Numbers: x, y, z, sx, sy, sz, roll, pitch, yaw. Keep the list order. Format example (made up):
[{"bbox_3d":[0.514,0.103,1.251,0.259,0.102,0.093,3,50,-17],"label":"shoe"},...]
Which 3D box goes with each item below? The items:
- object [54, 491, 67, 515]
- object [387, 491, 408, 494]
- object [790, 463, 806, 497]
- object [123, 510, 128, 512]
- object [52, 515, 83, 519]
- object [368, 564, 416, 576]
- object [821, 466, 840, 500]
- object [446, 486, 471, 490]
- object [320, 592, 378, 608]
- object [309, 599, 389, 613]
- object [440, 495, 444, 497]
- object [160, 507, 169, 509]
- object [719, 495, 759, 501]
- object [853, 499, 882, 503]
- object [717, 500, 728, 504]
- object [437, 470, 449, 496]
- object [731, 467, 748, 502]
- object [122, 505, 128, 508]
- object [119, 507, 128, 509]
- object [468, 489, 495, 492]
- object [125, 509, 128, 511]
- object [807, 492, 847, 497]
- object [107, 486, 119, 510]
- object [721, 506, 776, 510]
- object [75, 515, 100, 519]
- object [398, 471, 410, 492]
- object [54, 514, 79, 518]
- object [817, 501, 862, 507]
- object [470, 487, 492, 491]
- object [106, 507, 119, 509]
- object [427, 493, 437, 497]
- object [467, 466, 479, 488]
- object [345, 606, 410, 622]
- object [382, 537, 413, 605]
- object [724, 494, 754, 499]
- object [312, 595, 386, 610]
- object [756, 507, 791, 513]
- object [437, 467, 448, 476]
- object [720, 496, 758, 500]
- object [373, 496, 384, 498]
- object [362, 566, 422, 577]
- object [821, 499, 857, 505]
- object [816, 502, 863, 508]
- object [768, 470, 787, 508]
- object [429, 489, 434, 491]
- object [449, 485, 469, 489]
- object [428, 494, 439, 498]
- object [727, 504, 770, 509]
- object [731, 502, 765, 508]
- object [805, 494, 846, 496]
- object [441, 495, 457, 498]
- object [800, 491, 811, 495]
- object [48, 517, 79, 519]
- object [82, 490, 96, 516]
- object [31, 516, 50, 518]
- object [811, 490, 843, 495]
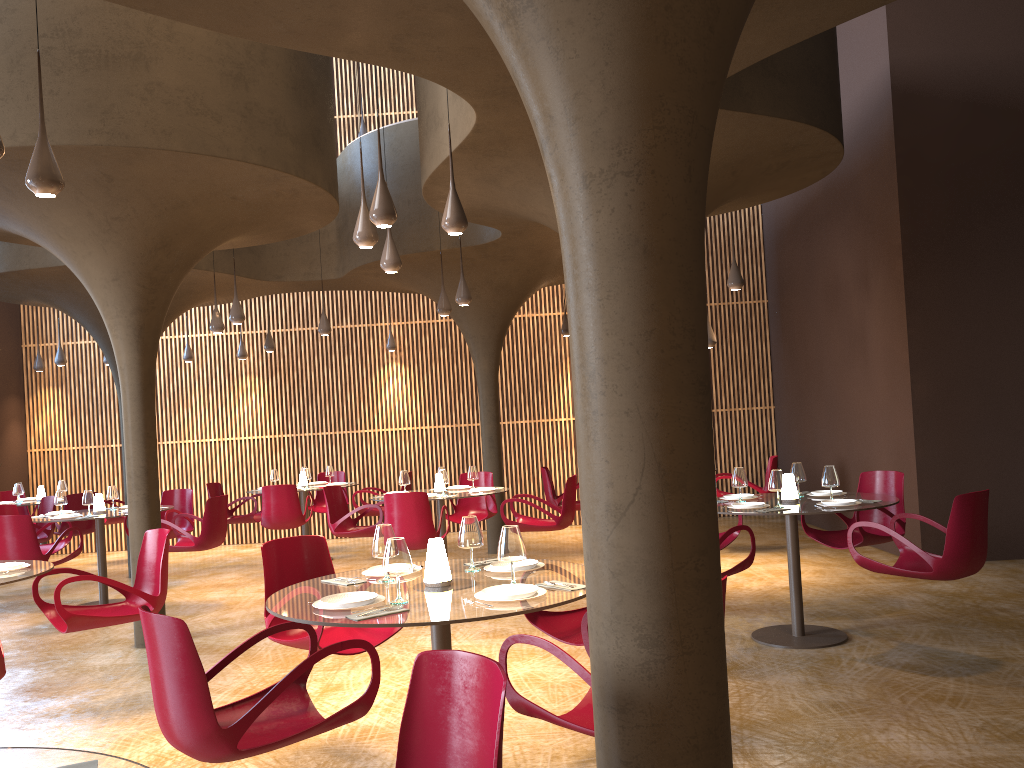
[{"bbox_3d":[-5.380,1.421,10.571,0.142,0.295,0.142,-4,-2,39],"label":"object"},{"bbox_3d":[-1.386,1.322,10.736,0.263,0.029,0.263,-4,-2,8],"label":"object"},{"bbox_3d":[2.504,0.838,7.763,0.142,0.295,0.142,-4,-1,14],"label":"object"},{"bbox_3d":[-4.466,1.504,10.558,0.332,0.014,0.332,-5,-3,31],"label":"object"},{"bbox_3d":[-5.092,1.523,10.142,0.332,0.014,0.332,-3,-2,-6],"label":"object"},{"bbox_3d":[-0.662,1.026,4.897,0.263,0.029,0.263,-5,-3,37],"label":"object"},{"bbox_3d":[2.568,0.808,7.147,0.142,0.295,0.142,-3,-1,-14],"label":"object"},{"bbox_3d":[-0.668,1.307,11.133,0.331,0.014,0.332,-3,-3,-17],"label":"object"},{"bbox_3d":[-0.749,0.996,4.080,0.263,0.029,0.263,-5,-3,37],"label":"object"},{"bbox_3d":[-0.752,1.007,4.083,0.204,0.012,0.411,-1,-3,-42],"label":"object"},{"bbox_3d":[-0.994,1.283,10.108,0.411,0.012,0.204,-4,-3,12],"label":"object"},{"bbox_3d":[-4.338,1.516,10.832,0.262,0.017,0.126,-4,-3,21],"label":"object"},{"bbox_3d":[2.011,1.009,7.843,0.410,0.012,0.204,-2,-3,-36],"label":"object"},{"bbox_3d":[2.805,0.935,7.075,0.126,0.017,0.262,-2,-3,-36],"label":"object"},{"bbox_3d":[1.742,1.024,7.696,0.126,0.017,0.262,-2,-3,-32],"label":"object"},{"bbox_3d":[-0.799,1.139,10.232,0.142,0.295,0.142,-3,-1,-8],"label":"object"},{"bbox_3d":[1.956,0.864,7.613,0.142,0.295,0.142,-4,-2,35],"label":"object"},{"bbox_3d":[-4.772,1.539,11.168,0.263,0.029,0.263,-3,-2,2],"label":"object"},{"bbox_3d":[-4.771,1.549,11.168,0.331,0.014,0.332,-3,-3,-17],"label":"object"},{"bbox_3d":[-0.363,1.263,10.523,0.332,0.014,0.332,-5,-3,34],"label":"object"},{"bbox_3d":[-4.466,1.495,10.558,0.263,0.029,0.263,-4,-3,25],"label":"object"},{"bbox_3d":[2.739,0.959,7.712,0.332,0.014,0.332,-4,-3,18],"label":"object"},{"bbox_3d":[-4.968,1.417,11.034,0.142,0.295,0.142,-3,-1,-12],"label":"object"},{"bbox_3d":[1.890,0.984,7.100,0.204,0.012,0.411,-2,-3,-31],"label":"object"},{"bbox_3d":[-4.807,1.509,10.042,0.126,0.017,0.262,-4,-3,16],"label":"object"},{"bbox_3d":[-1.278,1.180,10.537,0.142,0.295,0.142,-4,-2,39],"label":"object"},{"bbox_3d":[-5.092,1.513,10.143,0.263,0.029,0.263,-4,-3,10],"label":"object"},{"bbox_3d":[2.550,0.936,6.913,0.331,0.014,0.332,-3,-3,-16],"label":"object"},{"bbox_3d":[-0.363,1.253,10.523,0.263,0.029,0.263,-4,-2,9],"label":"object"},{"bbox_3d":[-5.062,1.576,11.248,0.126,0.017,0.262,-4,-3,12],"label":"object"},{"bbox_3d":[-0.990,1.272,10.108,0.263,0.029,0.263,-4,-3,19],"label":"object"},{"bbox_3d":[-0.473,1.141,10.734,0.142,0.295,0.142,-3,-1,-25],"label":"object"},{"bbox_3d":[-0.580,0.992,3.829,0.262,0.017,0.126,-1,-3,-37],"label":"object"},{"bbox_3d":[-0.525,0.855,4.062,0.142,0.295,0.142,-3,-1,-5],"label":"object"},{"bbox_3d":[2.007,0.998,7.840,0.263,0.029,0.263,-5,-3,29],"label":"object"},{"bbox_3d":[-0.749,1.006,4.080,0.332,0.014,0.332,-3,-2,-2],"label":"object"},{"bbox_3d":[2.010,0.970,6.818,0.262,0.017,0.126,-2,-3,-26],"label":"object"},{"bbox_3d":[-0.865,1.176,10.999,0.142,0.295,0.142,-4,-1,33],"label":"object"},{"bbox_3d":[2.007,1.008,7.840,0.331,0.014,0.332,-3,-3,-16],"label":"object"},{"bbox_3d":[-1.494,1.333,10.454,0.262,0.017,0.126,-4,-3,18],"label":"object"},{"bbox_3d":[-0.661,1.036,4.897,0.332,0.014,0.332,-4,-3,8],"label":"object"},{"bbox_3d":[2.549,0.926,6.913,0.263,0.029,0.263,-3,-3,-13],"label":"object"},{"bbox_3d":[2.546,0.937,6.910,0.410,0.012,0.204,-1,-3,-40],"label":"object"},{"bbox_3d":[2.108,0.830,7.034,0.142,0.295,0.142,-3,-1,6],"label":"object"},{"bbox_3d":[-0.959,1.335,11.213,0.126,0.017,0.262,-4,-3,12],"label":"object"},{"bbox_3d":[-0.669,1.298,11.133,0.263,0.029,0.263,-3,-2,2],"label":"object"},{"bbox_3d":[-0.989,1.281,10.107,0.332,0.014,0.332,-3,-3,-10],"label":"object"},{"bbox_3d":[1.893,0.982,7.097,0.331,0.014,0.332,-3,-3,-13],"label":"object"},{"bbox_3d":[1.892,0.973,7.097,0.263,0.029,0.263,-1,-3,-42],"label":"object"},{"bbox_3d":[2.742,0.960,7.708,0.204,0.012,0.411,-2,-3,-34],"label":"object"},{"bbox_3d":[-0.704,1.268,10.007,0.126,0.017,0.262,-4,-3,16],"label":"object"},{"bbox_3d":[2.604,0.986,7.982,0.262,0.017,0.126,-2,-3,-30],"label":"object"},{"bbox_3d":[-5.096,1.524,10.143,0.411,0.012,0.204,-4,-3,12],"label":"object"},{"bbox_3d":[-4.901,1.380,10.267,0.142,0.295,0.142,-3,-1,-8],"label":"object"},{"bbox_3d":[-5.597,1.575,10.489,0.262,0.017,0.126,-4,-3,18],"label":"object"},{"bbox_3d":[2.738,0.950,7.712,0.263,0.029,0.263,-1,-3,-40],"label":"object"}]
